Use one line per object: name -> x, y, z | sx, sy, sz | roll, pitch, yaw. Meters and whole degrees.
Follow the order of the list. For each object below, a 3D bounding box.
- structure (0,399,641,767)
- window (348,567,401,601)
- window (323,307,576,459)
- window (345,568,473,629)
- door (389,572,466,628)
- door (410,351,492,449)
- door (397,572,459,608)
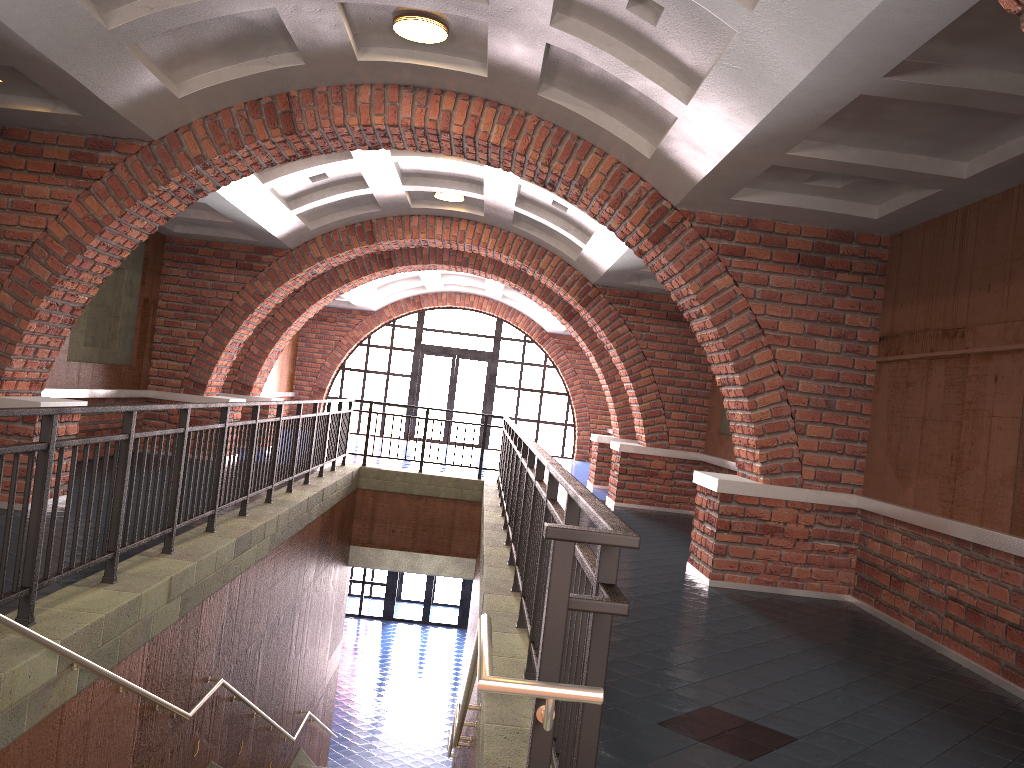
structure -> -1.309, 3.084, 7.269 | 2.464, 5.665, 11.176 | 7, -1, -2
window -> -1.948, 4.219, 23.797 | 6.353, 3.471, 0.100 | 7, -1, -2
window -> -1.379, -0.175, 21.856 | 6.353, 3.471, 0.100 | 7, -1, -2
window -> -1.884, 4.193, 21.778 | 6.353, 3.471, 0.100 | 7, -1, -2
door -> -2.008, 4.803, 21.772 | 1.754, 2.236, 0.040 | 7, -1, -2
door -> -1.497, 0.383, 21.850 | 1.754, 2.236, 0.040 | 7, -1, -2
door -> -2.072, 4.829, 23.791 | 1.754, 2.236, 0.040 | 7, -1, -2
